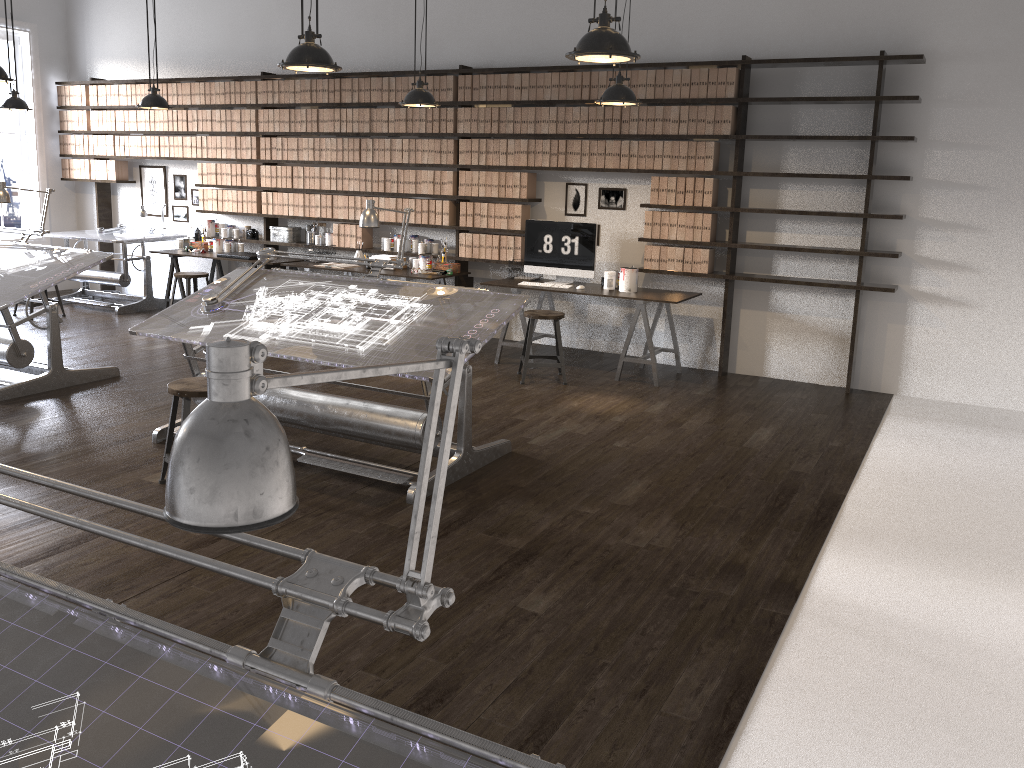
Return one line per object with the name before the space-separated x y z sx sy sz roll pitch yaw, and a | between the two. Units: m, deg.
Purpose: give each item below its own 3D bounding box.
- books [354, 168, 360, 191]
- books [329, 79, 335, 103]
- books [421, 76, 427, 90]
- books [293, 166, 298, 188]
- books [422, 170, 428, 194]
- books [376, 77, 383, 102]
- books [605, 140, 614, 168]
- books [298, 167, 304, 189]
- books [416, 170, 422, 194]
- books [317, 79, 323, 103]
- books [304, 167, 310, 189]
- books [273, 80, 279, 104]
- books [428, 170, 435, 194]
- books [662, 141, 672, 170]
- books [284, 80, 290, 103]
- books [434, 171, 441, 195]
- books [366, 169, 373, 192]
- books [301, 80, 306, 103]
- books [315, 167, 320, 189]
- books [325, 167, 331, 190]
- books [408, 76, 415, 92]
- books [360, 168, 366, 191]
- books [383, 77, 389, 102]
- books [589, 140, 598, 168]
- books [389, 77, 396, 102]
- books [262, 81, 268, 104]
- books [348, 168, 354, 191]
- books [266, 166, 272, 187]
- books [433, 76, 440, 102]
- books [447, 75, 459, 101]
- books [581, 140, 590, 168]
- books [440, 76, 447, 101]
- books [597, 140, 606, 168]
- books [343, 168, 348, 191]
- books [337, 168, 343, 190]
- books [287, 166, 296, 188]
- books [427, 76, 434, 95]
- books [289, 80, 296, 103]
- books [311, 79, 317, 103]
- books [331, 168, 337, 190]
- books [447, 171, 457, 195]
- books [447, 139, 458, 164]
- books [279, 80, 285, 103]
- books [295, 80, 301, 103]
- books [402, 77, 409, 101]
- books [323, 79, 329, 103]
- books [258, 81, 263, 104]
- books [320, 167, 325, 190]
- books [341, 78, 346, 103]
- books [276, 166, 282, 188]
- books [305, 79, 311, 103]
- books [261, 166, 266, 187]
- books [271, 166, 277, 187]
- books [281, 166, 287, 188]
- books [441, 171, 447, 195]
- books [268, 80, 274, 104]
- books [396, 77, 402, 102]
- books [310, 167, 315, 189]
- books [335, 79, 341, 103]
books | -1.439 -1.959 8.520 0.067 0.223 0.176 7 13 27
books | -1.682 -2.810 8.519 0.067 0.223 0.176 7 13 27
books | -0.752 -2.667 8.035 0.067 0.223 0.176 7 13 27
books | -2.111 -2.064 8.875 0.067 0.223 0.176 7 13 27
books | -0.757 -1.855 8.171 0.067 0.223 0.176 7 13 27
books | -1.186 -2.732 8.255 0.067 0.224 0.176 7 13 27
books | 0.836 -1.889 7.302 0.067 0.223 0.176 7 13 27
books | -2.050 -2.053 8.839 0.067 0.223 0.175 7 13 27
books | -0.812 -1.864 8.201 0.067 0.223 0.176 7 13 27
books | -1.807 -2.829 8.583 0.067 0.223 0.175 7 13 27
books | -1.986 -2.044 8.810 0.067 0.223 0.175 7 13 27
books | -2.294 -2.903 8.832 0.067 0.223 0.175 7 13 27
books | -0.699 -1.846 8.139 0.067 0.224 0.176 7 13 27
books | 1.268 -1.822 7.077 0.067 0.223 0.176 7 13 27
books | -2.170 -2.884 8.770 0.067 0.223 0.176 7 13 27
books | -0.636 -1.837 8.110 0.067 0.223 0.176 7 13 27
books | -1.317 -1.941 8.462 0.067 0.223 0.176 7 13 27
books | -1.989 -2.856 8.676 0.067 0.223 0.176 7 13 27
books | -1.866 -2.024 8.742 0.067 0.224 0.176 7 13 27
books | -1.750 -2.007 8.685 0.067 0.223 0.176 7 13 27
books | -0.873 -2.684 8.094 0.067 0.224 0.176 7 13 27
books | -1.375 -1.949 8.487 0.067 0.224 0.176 7 13 27
books | -1.123 -2.722 8.222 0.067 0.223 0.176 7 13 27
books | 0.710 -1.909 7.370 0.067 0.223 0.175 7 13 27
books | -1.057 -2.713 8.192 0.067 0.223 0.175 7 13 27
books | -2.424 -2.922 8.895 0.067 0.224 0.176 7 13 27
books | -1.501 -1.969 8.556 0.067 0.223 0.175 7 13 27
books | -2.423 -2.110 9.029 0.067 0.223 0.176 7 13 27
books | -0.633 -2.649 7.975 0.067 0.223 0.176 7 13 27
books | -0.509 -2.629 7.907 0.067 0.223 0.175 7 13 27
books | 0.646 -1.918 7.399 0.067 0.223 0.175 7 13 27
books | -0.570 -2.639 7.943 0.067 0.223 0.175 7 13 27
books | 0.771 -1.899 7.337 0.067 0.223 0.176 7 13 27
books | -1.561 -1.979 8.592 0.067 0.223 0.175 7 13 27
books | -1.623 -1.989 8.622 0.067 0.223 0.176 7 13 27
books | -2.179 -2.073 8.905 0.067 0.224 0.176 7 13 27
books | -0.695 -2.657 8.001 0.067 0.224 0.176 7 13 27
books | -2.110 -2.874 8.734 0.067 0.224 0.176 7 13 27
books | -1.870 -2.838 8.615 0.067 0.223 0.176 7 13 27
books | -1.687 -1.997 8.650 0.067 0.224 0.176 7 13 27
books | -0.519 -1.818 8.044 0.067 0.224 0.176 7 13 27
books | -0.510 -2.089 8.000 0.067 0.223 0.176 7 13 27
books | -2.231 -2.894 8.804 0.067 0.223 0.175 7 13 27
books | -2.045 -2.864 8.703 0.067 0.223 0.176 7 13 27
books | -0.933 -2.695 8.130 0.067 0.223 0.176 7 13 27
books | -1.747 -2.818 8.547 0.067 0.223 0.175 7 13 27
books | -2.477 -2.931 8.928 0.067 0.223 0.176 7 13 27
books | -1.805 -2.016 8.715 0.067 0.223 0.176 7 13 27
books | -1.550 -2.789 8.451 0.067 0.223 0.176 7 13 27
books | -2.301 -2.092 8.971 0.067 0.223 0.176 7 13 27
books | -1.932 -2.846 8.641 0.067 0.224 0.176 7 13 27
books | -2.485 -2.120 9.066 0.067 0.223 0.175 7 13 27
books | -2.359 -2.100 8.996 0.067 0.224 0.176 7 13 27
books | -2.242 -2.084 8.944 0.067 0.223 0.176 7 13 27
books | -0.573 -1.828 8.080 0.067 0.223 0.175 7 13 27
books | -2.360 -2.912 8.862 0.067 0.223 0.176 7 13 27
books | -0.994 -2.704 8.163 0.067 0.223 0.175 7 13 27
books | -1.923 -2.035 8.778 0.067 0.223 0.176 7 13 27
books | -1.618 -2.799 8.480 0.067 0.224 0.176 7 13 27
